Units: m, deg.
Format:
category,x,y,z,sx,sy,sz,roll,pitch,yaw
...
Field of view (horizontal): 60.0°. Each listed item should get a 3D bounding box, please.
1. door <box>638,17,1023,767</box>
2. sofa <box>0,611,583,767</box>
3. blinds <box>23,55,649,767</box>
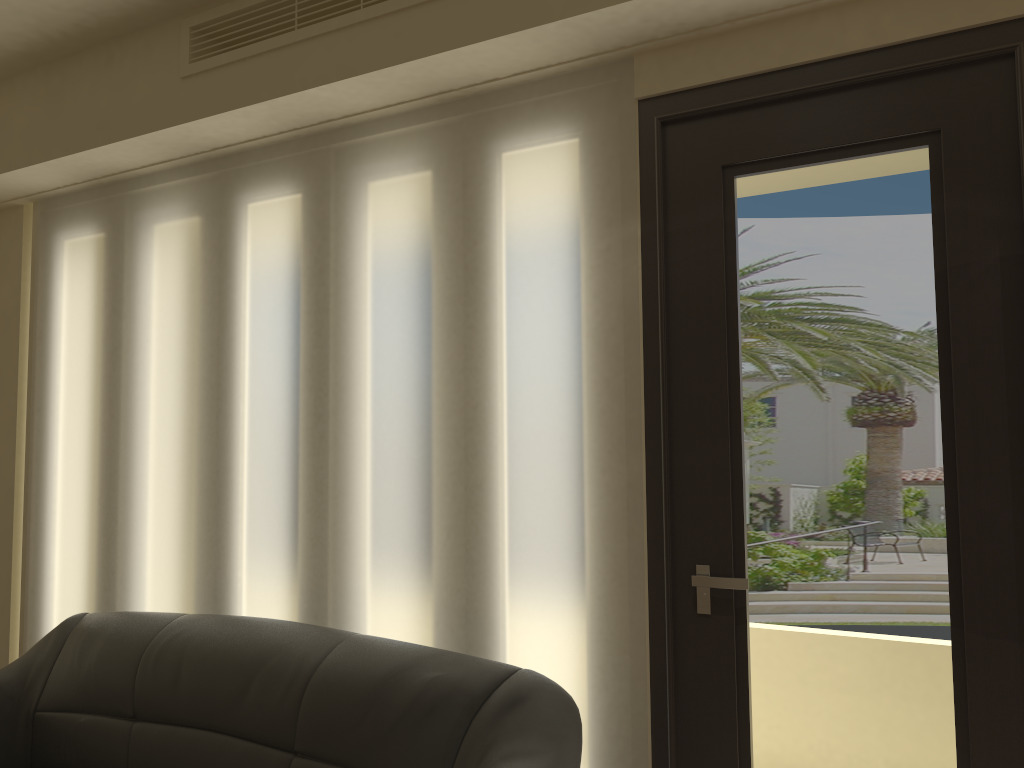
category,x,y,z,sx,sy,sz,roll,pitch,yaw
door,0.835,0.361,2.259,1.011,2.420,0.118,-3,-5,29
sofa,-0.977,1.190,2.488,2.337,0.918,0.944,-3,-5,29
blinds,-0.868,0.335,3.160,2.830,2.453,0.002,-3,-5,29
